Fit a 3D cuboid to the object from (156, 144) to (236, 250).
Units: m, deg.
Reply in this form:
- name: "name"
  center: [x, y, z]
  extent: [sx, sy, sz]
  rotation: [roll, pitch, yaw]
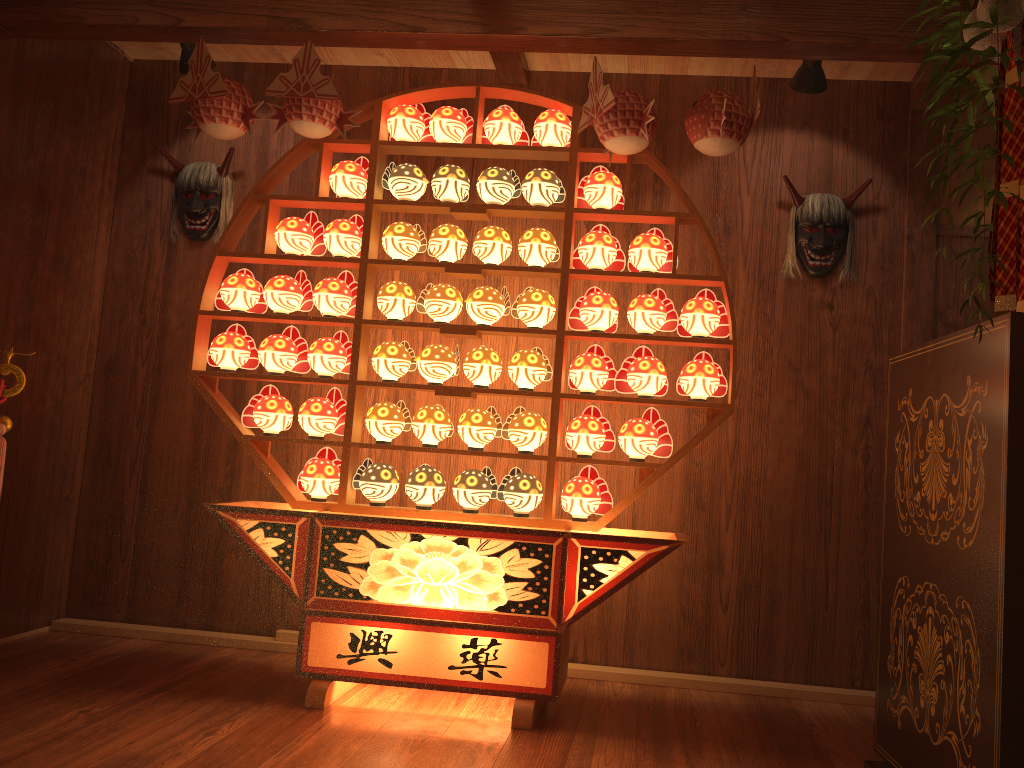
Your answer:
- name: "object"
  center: [-1.378, -0.802, 3.869]
  extent: [0.361, 0.454, 0.138]
  rotation: [4, -5, 6]

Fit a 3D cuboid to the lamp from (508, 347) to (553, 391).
- name: "lamp"
  center: [0.052, -0.058, 3.143]
  extent: [0.136, 0.173, 0.160]
  rotation: [2, -5, 23]

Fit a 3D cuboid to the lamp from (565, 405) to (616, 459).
- name: "lamp"
  center: [0.258, 0.164, 3.103]
  extent: [0.182, 0.194, 0.160]
  rotation: [3, -5, 17]

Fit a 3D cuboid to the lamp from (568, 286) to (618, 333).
- name: "lamp"
  center: [0.312, -0.269, 3.141]
  extent: [0.192, 0.187, 0.154]
  rotation: [5, -5, -13]

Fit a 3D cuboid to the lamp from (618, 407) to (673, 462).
- name: "lamp"
  center: [0.437, 0.172, 3.088]
  extent: [0.193, 0.200, 0.162]
  rotation: [0, -7, 42]

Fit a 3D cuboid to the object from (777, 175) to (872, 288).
- name: "object"
  center: [1.275, -0.610, 3.620]
  extent: [0.361, 0.454, 0.138]
  rotation: [4, -5, 6]

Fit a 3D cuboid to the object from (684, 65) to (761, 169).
- name: "object"
  center: [0.685, -0.910, 2.925]
  extent: [0.227, 0.318, 0.368]
  rotation: [4, -5, 3]

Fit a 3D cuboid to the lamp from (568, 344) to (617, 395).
- name: "lamp"
  center: [0.271, -0.056, 3.123]
  extent: [0.186, 0.195, 0.160]
  rotation: [3, -5, 17]

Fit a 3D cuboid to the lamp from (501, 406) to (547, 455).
- name: "lamp"
  center: [0.059, 0.162, 3.123]
  extent: [0.143, 0.173, 0.152]
  rotation: [7, -6, -27]

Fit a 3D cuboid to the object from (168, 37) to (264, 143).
- name: "object"
  center: [-1.007, -1.006, 3.079]
  extent: [0.354, 0.311, 0.245]
  rotation: [1, -6, 32]

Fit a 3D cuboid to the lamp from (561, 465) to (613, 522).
- name: "lamp"
  center: [0.240, 0.380, 3.088]
  extent: [0.190, 0.198, 0.161]
  rotation: [2, -5, 22]

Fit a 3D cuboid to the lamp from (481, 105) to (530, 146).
- name: "lamp"
  center: [-0.030, -0.957, 3.236]
  extent: [0.201, 0.200, 0.156]
  rotation: [4, -5, -3]

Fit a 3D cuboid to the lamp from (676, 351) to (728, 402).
- name: "lamp"
  center: [0.655, -0.031, 3.087]
  extent: [0.179, 0.192, 0.160]
  rotation: [3, -5, 17]

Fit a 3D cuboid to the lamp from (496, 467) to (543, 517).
- name: "lamp"
  center: [0.043, 0.380, 3.106]
  extent: [0.143, 0.173, 0.152]
  rotation: [7, -6, -27]

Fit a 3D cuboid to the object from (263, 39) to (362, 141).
- name: "object"
  center: [-0.684, -0.995, 3.056]
  extent: [0.345, 0.306, 0.217]
  rotation: [4, -5, 7]

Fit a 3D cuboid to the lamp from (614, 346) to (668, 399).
- name: "lamp"
  center: [0.476, -0.046, 3.105]
  extent: [0.202, 0.200, 0.155]
  rotation: [5, -5, -8]

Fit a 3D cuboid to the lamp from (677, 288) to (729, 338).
- name: "lamp"
  center: [0.661, -0.254, 3.109]
  extent: [0.195, 0.200, 0.161]
  rotation: [2, -5, 22]

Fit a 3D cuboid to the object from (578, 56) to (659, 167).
- name: "object"
  center: [0.376, -0.917, 2.952]
  extent: [0.245, 0.314, 0.358]
  rotation: [6, -5, -15]

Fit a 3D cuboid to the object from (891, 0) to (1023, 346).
- name: "object"
  center: [1.245, -0.694, 2.125]
  extent: [0.573, 1.261, 0.706]
  rotation: [5, -5, -3]

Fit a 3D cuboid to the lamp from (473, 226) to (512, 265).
- name: "lamp"
  center: [-0.068, -0.503, 3.197]
  extent: [0.141, 0.167, 0.154]
  rotation: [5, -5, -12]

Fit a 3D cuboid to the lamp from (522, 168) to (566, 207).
- name: "lamp"
  center: [0.102, -0.715, 3.202]
  extent: [0.136, 0.173, 0.160]
  rotation: [2, -5, 23]

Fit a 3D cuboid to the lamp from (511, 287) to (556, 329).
- name: "lamp"
  center: [0.091, -0.276, 3.163]
  extent: [0.143, 0.173, 0.153]
  rotation: [6, -5, -22]

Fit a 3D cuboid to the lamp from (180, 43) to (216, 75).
- name: "lamp"
  center: [-1.229, -1.283, 3.445]
  extent: [0.137, 0.176, 0.173]
  rotation: [5, -5, -7]

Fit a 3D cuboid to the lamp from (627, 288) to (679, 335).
- name: "lamp"
  center: [0.474, -0.261, 3.128]
  extent: [0.175, 0.191, 0.162]
  rotation: [0, -6, 37]

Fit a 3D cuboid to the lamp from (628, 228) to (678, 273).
- name: "lamp"
  center: [0.483, -0.483, 3.146]
  extent: [0.185, 0.195, 0.161]
  rotation: [2, -5, 22]

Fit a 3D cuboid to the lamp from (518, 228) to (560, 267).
- name: "lamp"
  center: [0.090, -0.496, 3.181]
  extent: [0.138, 0.173, 0.159]
  rotation: [3, -5, 13]

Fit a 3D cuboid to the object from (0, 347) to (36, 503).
- name: "object"
  center: [-1.794, 0.162, 2.342]
  extent: [0.603, 1.515, 0.815]
  rotation: [4, -5, 8]

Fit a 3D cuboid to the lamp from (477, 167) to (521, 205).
- name: "lamp"
  center: [-0.066, -0.722, 3.223]
  extent: [0.162, 0.167, 0.134]
  rotation: [9, -7, -42]

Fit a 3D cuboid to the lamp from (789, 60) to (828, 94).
- name: "lamp"
  center: [1.079, -1.140, 3.232]
  extent: [0.132, 0.177, 0.179]
  rotation: [2, -6, 27]

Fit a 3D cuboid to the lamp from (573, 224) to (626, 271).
- name: "lamp"
  center: [0.307, -0.496, 3.162]
  extent: [0.199, 0.200, 0.158]
  rotation: [4, -5, 7]

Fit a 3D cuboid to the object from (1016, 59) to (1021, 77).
- name: "object"
  center: [1.473, -0.946, 2.104]
  extent: [0.094, 0.751, 1.512]
  rotation: [4, -5, 9]

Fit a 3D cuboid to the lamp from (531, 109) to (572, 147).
- name: "lamp"
  center: [0.147, -0.940, 3.218]
  extent: [0.187, 0.188, 0.159]
  rotation: [3, -5, 12]

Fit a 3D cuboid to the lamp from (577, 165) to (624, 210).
- name: "lamp"
  center: [0.330, -0.714, 3.182]
  extent: [0.202, 0.200, 0.155]
  rotation: [5, -5, -8]
